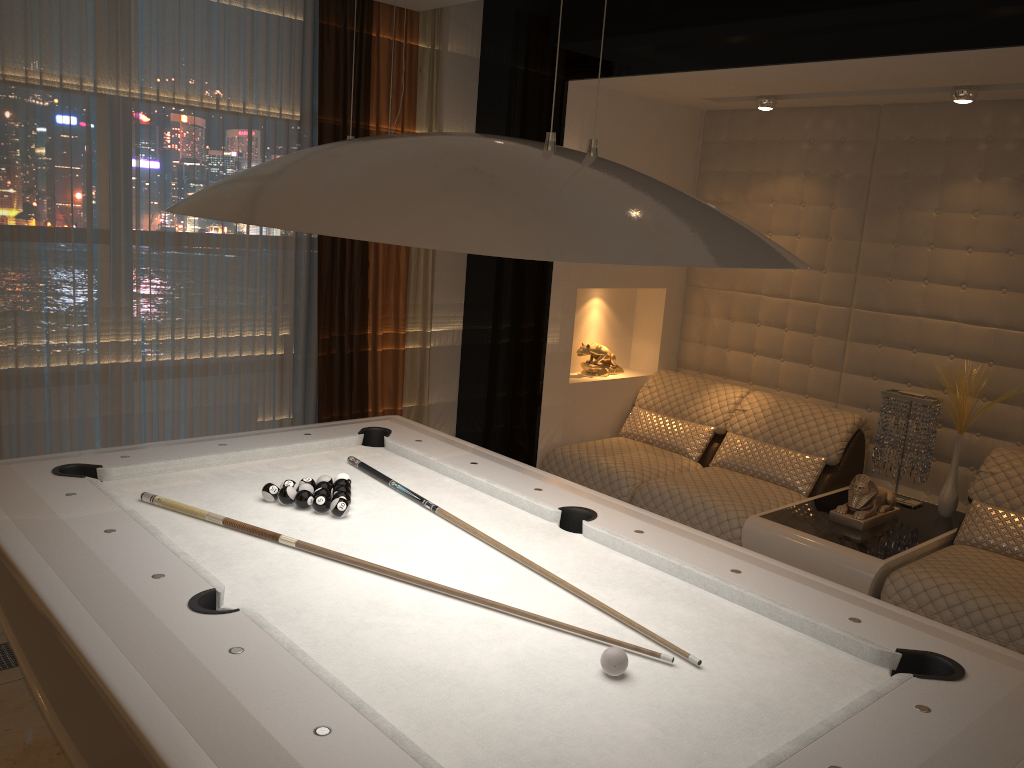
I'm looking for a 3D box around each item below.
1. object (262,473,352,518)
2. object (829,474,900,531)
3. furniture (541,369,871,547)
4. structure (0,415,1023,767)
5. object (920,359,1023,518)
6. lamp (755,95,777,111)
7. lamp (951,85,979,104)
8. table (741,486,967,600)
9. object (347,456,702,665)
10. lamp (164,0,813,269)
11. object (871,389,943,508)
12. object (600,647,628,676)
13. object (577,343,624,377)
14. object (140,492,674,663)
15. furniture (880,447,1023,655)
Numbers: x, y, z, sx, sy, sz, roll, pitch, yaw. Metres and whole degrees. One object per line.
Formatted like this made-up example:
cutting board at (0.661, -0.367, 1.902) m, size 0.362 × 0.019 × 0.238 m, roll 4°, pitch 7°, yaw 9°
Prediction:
object at (-0.568, 0.325, 2.701) m, size 0.299 × 0.057 × 0.265 m, roll 9°, pitch 12°, yaw 22°
object at (1.570, 0.493, 3.913) m, size 0.344 × 0.217 × 0.155 m, roll -6°, pitch 15°, yaw -42°
furniture at (0.979, 0.458, 4.671) m, size 1.107 × 0.810 × 1.312 m, roll -6°, pitch 15°, yaw -42°
structure at (-0.251, 0.818, 2.334) m, size 1.659 × 0.812 × 2.912 m, roll -6°, pitch 15°, yaw -42°
object at (2.016, 0.269, 3.950) m, size 0.390 × 0.718 × 0.388 m, roll 13°, pitch 14°, yaw 38°
lamp at (1.285, -1.446, 4.471) m, size 0.107 × 0.127 × 0.107 m, roll 10°, pitch 13°, yaw 28°
lamp at (1.927, -1.259, 3.769) m, size 0.107 × 0.127 × 0.107 m, roll 10°, pitch 13°, yaw 28°
table at (1.594, 0.818, 4.013) m, size 1.143 × 0.457 × 0.608 m, roll -6°, pitch 15°, yaw -42°
object at (-0.086, 0.422, 2.472) m, size 0.028 × 0.026 × 1.605 m, roll -4°, pitch 14°, yaw -37°
lamp at (-0.113, -0.840, 2.023) m, size 0.939 × 0.995 × 1.578 m, roll -6°, pitch 15°, yaw -41°
object at (1.857, 0.299, 4.210) m, size 0.124 × 0.522 × 0.247 m, roll -6°, pitch 15°, yaw -42°
object at (0.207, 0.562, 1.798) m, size 0.057 × 0.057 × 0.057 m, roll 8°, pitch 12°, yaw 17°
object at (0.524, -0.143, 5.186) m, size 0.409 × 0.202 × 0.124 m, roll -4°, pitch 14°, yaw -38°
object at (-0.367, 0.451, 2.214) m, size 1.605 × 0.026 × 0.028 m, roll 10°, pitch 12°, yaw 27°
furniture at (2.243, 0.826, 3.291) m, size 1.107 × 0.810 × 1.312 m, roll -6°, pitch 15°, yaw -42°
